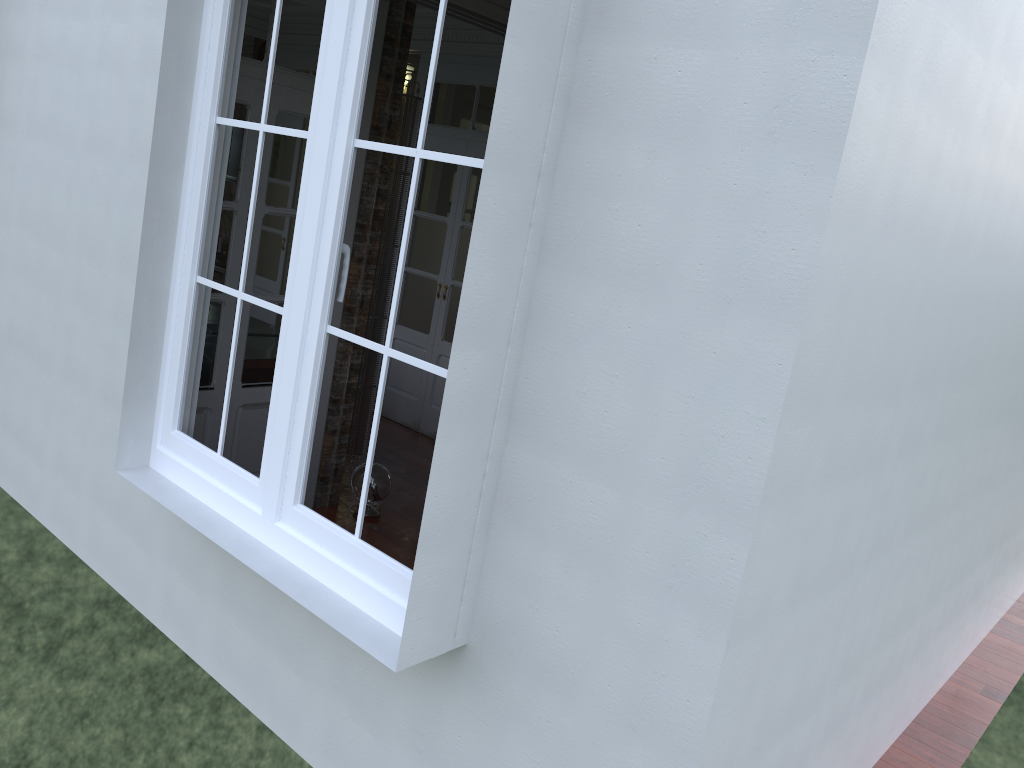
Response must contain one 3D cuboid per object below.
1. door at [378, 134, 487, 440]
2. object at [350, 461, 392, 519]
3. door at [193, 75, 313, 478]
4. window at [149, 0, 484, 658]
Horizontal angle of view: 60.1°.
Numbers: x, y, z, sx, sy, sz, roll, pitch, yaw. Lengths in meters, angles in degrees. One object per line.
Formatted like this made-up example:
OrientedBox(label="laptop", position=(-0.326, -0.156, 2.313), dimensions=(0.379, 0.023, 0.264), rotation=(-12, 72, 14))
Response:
OrientedBox(label="door", position=(-0.495, -0.687, 6.483), dimensions=(1.066, 2.160, 0.041), rotation=(18, 12, 38))
OrientedBox(label="object", position=(-0.793, 0.615, 4.917), dimensions=(0.235, 0.380, 0.221), rotation=(14, 10, 17))
OrientedBox(label="door", position=(-1.322, -0.342, 4.240), dimensions=(0.041, 2.162, 1.161), rotation=(18, 12, 38))
OrientedBox(label="window", position=(-0.559, -0.455, 2.665), dimensions=(1.540, 1.967, 0.127), rotation=(19, 12, 38))
